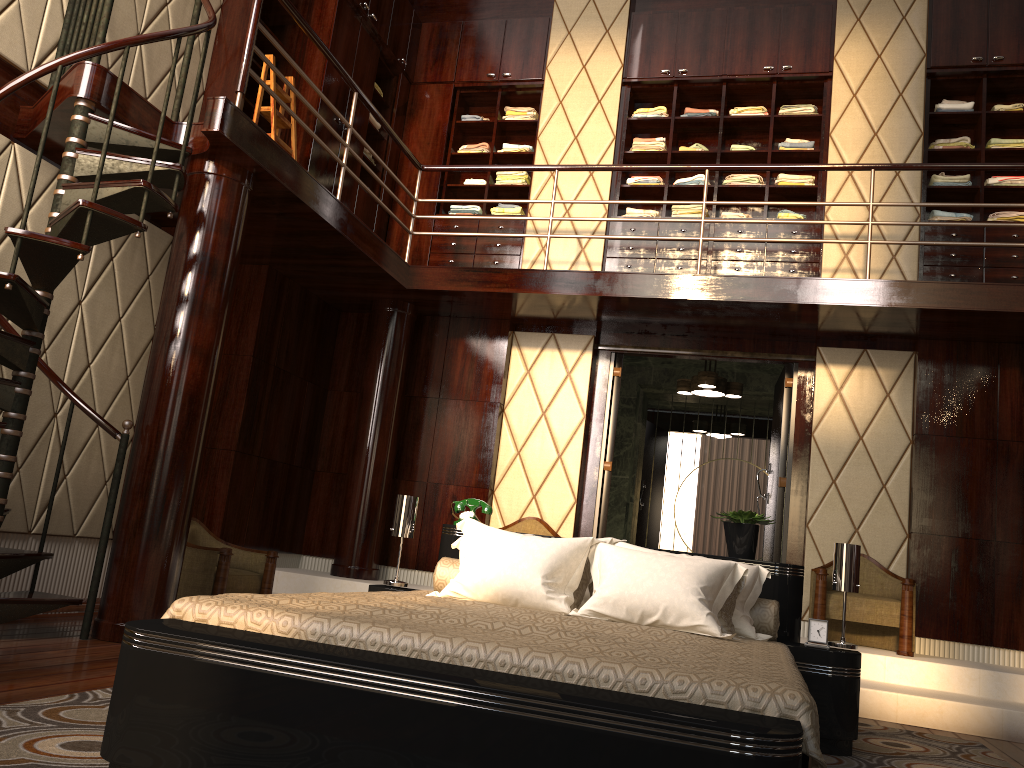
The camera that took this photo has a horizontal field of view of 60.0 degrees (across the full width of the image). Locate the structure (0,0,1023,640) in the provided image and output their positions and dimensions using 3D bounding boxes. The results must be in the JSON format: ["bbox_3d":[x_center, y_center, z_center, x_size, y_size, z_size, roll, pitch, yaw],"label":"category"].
[{"bbox_3d":[0.780,-0.132,4.326,6.107,3.189,3.750,4,-11,16],"label":"structure"}]

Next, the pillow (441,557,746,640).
[{"bbox_3d":[0.302,0.734,3.248,1.123,0.271,0.293,4,-11,17],"label":"pillow"}]

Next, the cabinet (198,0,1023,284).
[{"bbox_3d":[1.340,-1.736,5.873,6.767,2.432,2.576,4,-11,16],"label":"cabinet"}]

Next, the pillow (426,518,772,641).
[{"bbox_3d":[0.287,0.713,3.284,1.322,0.320,0.685,4,-11,18],"label":"pillow"}]

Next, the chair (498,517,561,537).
[{"bbox_3d":[0.056,1.128,5.783,0.571,0.550,0.462,4,-11,16],"label":"chair"}]

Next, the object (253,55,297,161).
[{"bbox_3d":[-1.398,-1.486,5.386,0.258,0.974,0.275,4,-11,16],"label":"object"}]

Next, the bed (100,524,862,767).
[{"bbox_3d":[0.124,0.789,2.771,1.985,0.660,2.381,4,-11,16],"label":"bed"}]

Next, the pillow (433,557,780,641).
[{"bbox_3d":[0.350,0.856,3.568,1.396,0.167,0.173,4,-11,16],"label":"pillow"}]

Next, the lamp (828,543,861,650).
[{"bbox_3d":[1.270,0.805,3.381,0.106,0.385,0.109,2,-12,23],"label":"lamp"}]

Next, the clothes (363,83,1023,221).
[{"bbox_3d":[1.116,-1.647,6.681,4.996,0.954,0.818,5,-11,9],"label":"clothes"}]

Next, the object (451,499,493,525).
[{"bbox_3d":[-0.185,0.590,4.056,0.158,0.131,0.178,11,-11,-21],"label":"object"}]

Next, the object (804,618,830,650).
[{"bbox_3d":[1.126,0.920,3.264,0.088,0.103,0.034,2,-12,24],"label":"object"}]

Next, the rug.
[{"bbox_3d":[0.183,1.094,2.563,2.910,0.006,3.735,4,-11,16],"label":"rug"}]

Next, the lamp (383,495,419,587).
[{"bbox_3d":[-0.478,0.680,3.854,0.106,0.385,0.109,2,-12,23],"label":"lamp"}]

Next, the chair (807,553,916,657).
[{"bbox_3d":[2.041,1.263,5.205,0.571,0.550,0.462,4,-11,16],"label":"chair"}]

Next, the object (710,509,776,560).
[{"bbox_3d":[0.970,0.633,3.726,0.256,0.205,0.241,7,-11,-2],"label":"object"}]

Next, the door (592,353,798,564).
[{"bbox_3d":[1.261,0.766,6.427,1.435,1.820,0.828,4,-11,15],"label":"door"}]

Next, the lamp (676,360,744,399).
[{"bbox_3d":[1.501,-0.091,6.927,0.515,0.347,0.467,17,-15,-43],"label":"lamp"}]

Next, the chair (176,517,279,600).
[{"bbox_3d":[-1.588,1.013,4.752,0.462,0.550,0.571,4,-11,16],"label":"chair"}]
